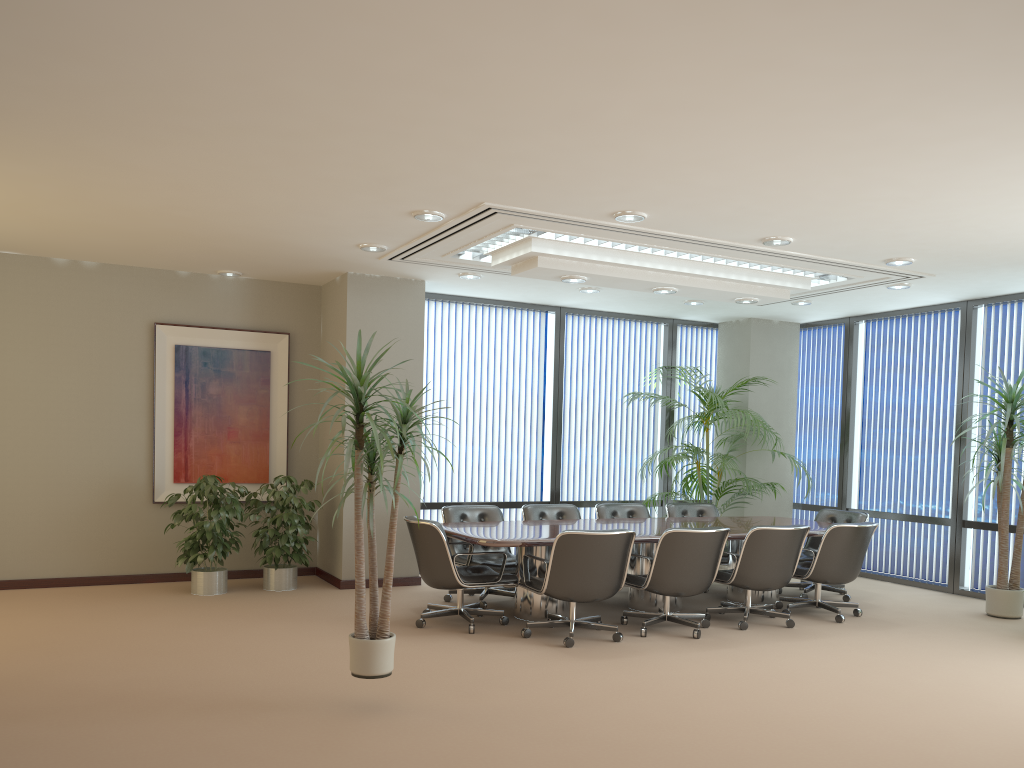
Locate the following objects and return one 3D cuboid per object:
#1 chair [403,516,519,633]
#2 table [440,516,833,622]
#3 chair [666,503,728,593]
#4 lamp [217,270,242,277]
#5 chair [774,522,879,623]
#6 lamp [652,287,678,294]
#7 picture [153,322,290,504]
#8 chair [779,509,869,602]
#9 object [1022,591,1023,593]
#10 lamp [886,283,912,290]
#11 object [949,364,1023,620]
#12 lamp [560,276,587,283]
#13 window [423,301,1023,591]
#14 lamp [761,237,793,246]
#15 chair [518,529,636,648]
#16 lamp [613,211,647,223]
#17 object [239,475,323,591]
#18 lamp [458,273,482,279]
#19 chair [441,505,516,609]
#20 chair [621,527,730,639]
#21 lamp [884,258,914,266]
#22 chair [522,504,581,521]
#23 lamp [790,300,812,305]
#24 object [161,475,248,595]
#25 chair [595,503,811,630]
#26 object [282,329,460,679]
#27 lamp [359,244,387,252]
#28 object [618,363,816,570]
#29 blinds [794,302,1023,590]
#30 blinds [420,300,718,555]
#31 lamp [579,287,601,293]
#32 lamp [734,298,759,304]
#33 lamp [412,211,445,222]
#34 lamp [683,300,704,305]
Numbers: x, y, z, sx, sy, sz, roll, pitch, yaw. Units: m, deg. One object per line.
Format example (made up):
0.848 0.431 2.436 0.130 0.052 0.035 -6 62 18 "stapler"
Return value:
-0.439 1.492 7.033 0.853 0.861 0.757 2 0 -27 "chair"
1.302 1.650 7.963 4.073 0.751 1.505 3 -3 -27 "table"
2.043 1.697 9.245 0.759 0.861 0.851 2 -1 -22 "chair"
-2.753 -1.072 8.596 0.225 0.035 0.225 3 -4 -17 "lamp"
2.747 1.626 7.819 0.735 0.861 0.851 2 -1 -32 "chair"
1.359 -0.823 7.837 0.225 0.035 0.225 2 -3 -3 "lamp"
-2.884 0.319 8.801 1.297 1.752 0.058 1 2 -27 "picture"
3.095 1.700 8.843 0.853 0.861 0.757 2 0 -27 "chair"
4.616 1.475 7.004 0.977 1.316 0.856 2 1 34 "object"
3.654 -0.919 8.335 0.225 0.035 0.225 4 -4 -37 "lamp"
4.486 0.956 7.920 1.015 2.321 1.031 3 2 38 "object"
0.519 -0.873 7.407 0.225 0.035 0.225 2 -4 -10 "lamp"
2.833 0.679 10.088 7.365 2.921 3.533 1 -1 18 "window"
1.997 -1.069 6.648 0.225 0.035 0.225 2 -3 -3 "lamp"
0.472 1.492 6.659 0.754 0.861 0.856 2 -1 -23 "chair"
0.807 -1.140 6.038 0.225 0.035 0.225 4 -4 -37 "lamp"
-2.230 1.421 8.493 0.736 1.096 0.797 2 0 5 "object"
-0.398 -1.022 8.392 0.225 0.035 0.225 2 -4 -10 "lamp"
-0.224 1.564 8.086 0.759 0.861 0.851 2 -1 -32 "chair"
1.276 1.536 7.021 0.759 0.861 0.851 2 -1 -27 "chair"
3.187 -0.999 7.258 0.225 0.035 0.225 2 -3 -3 "lamp"
0.514 1.610 8.509 0.759 0.861 0.851 2 -1 -27 "chair"
3.094 -0.864 9.428 0.225 0.035 0.225 3 -4 -17 "lamp"
-2.765 1.385 8.147 0.796 1.096 0.736 2 1 45 "object"
1.650 1.618 8.152 0.759 0.859 2.526 2 -3 -27 "chair"
-0.756 0.657 4.726 0.804 1.838 0.817 3 2 38 "object"
-1.143 -1.114 7.257 0.225 0.035 0.225 2 -4 -10 "lamp"
2.307 0.957 10.322 2.167 2.486 2.085 2 0 -6 "object"
4.579 0.680 9.484 0.050 2.913 4.925 0 -1 -27 "blinds"
1.015 0.660 10.652 4.899 2.918 0.031 3 2 -27 "blinds"
0.792 -0.952 9.001 0.225 0.035 0.225 2 -3 -3 "lamp"
2.200 -0.774 8.268 0.225 0.035 0.225 2 -3 -3 "lamp"
-0.583 -1.168 6.164 0.225 0.035 0.225 3 -4 -24 "lamp"
1.981 -0.882 9.611 0.225 0.035 0.225 2 -3 -3 "lamp"
